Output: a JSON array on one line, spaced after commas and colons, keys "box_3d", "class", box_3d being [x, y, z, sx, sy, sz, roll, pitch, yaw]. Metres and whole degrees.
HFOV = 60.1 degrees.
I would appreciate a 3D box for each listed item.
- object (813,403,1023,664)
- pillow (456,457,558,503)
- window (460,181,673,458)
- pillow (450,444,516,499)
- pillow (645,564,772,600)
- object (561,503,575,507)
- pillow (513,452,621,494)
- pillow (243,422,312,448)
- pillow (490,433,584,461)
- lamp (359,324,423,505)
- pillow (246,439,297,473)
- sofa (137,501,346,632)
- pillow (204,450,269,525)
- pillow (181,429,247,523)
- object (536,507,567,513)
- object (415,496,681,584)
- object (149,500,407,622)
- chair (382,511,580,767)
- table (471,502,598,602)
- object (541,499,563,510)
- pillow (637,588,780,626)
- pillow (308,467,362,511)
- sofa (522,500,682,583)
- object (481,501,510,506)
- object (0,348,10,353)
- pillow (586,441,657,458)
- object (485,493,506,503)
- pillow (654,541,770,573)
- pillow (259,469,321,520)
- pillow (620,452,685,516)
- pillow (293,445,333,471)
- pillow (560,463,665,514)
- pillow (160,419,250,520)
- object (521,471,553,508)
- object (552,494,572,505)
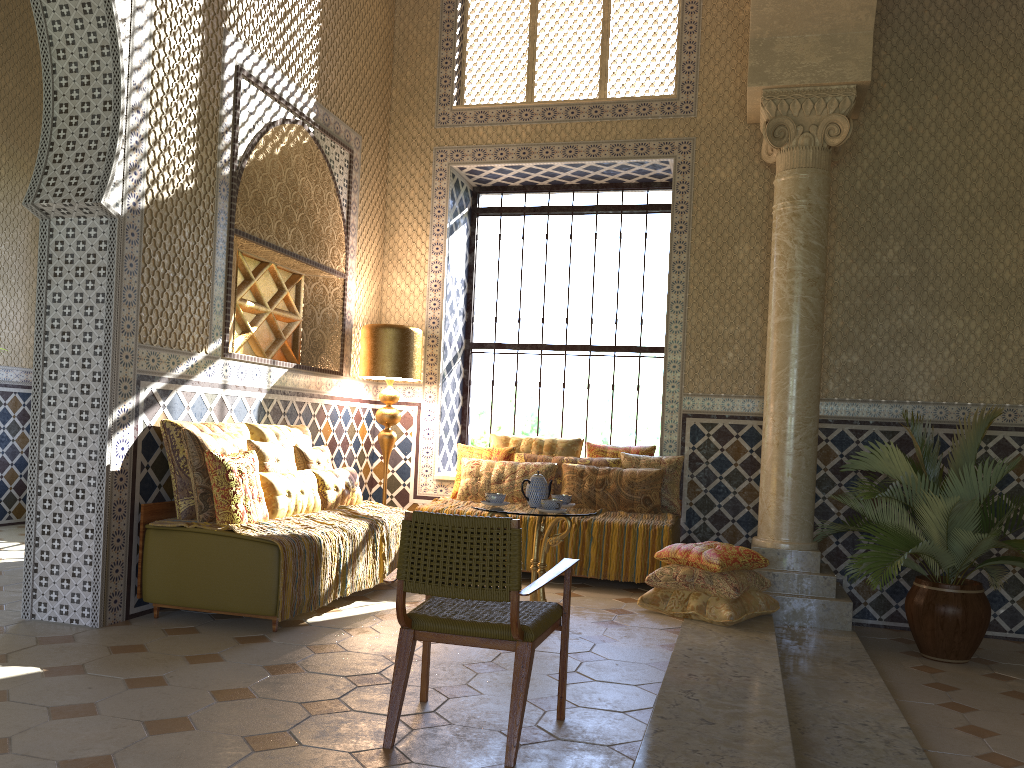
[{"box_3d": [4.362, 1.427, 8.561, 2.641, 2.502, 2.166, 3, -1, 2], "class": "object"}, {"box_3d": [-0.069, 1.164, 10.366, 1.191, 0.546, 0.329, 2, -1, 15], "class": "pillow"}, {"box_3d": [-2.079, -0.790, 12.283, 8.479, 3.991, 0.574, 2, 0, 11], "class": "window"}, {"box_3d": [-0.354, 1.082, 10.689, 0.740, 0.693, 0.341, 2, -1, 15], "class": "pillow"}, {"box_3d": [1.876, 1.869, 8.442, 0.931, 0.347, 0.882, 1, -3, 35], "class": "pillow"}, {"box_3d": [0.443, 1.088, 7.963, 0.256, 0.032, 0.256, 3, -3, -6], "class": "object"}, {"box_3d": [0.614, 1.144, 10.412, 1.340, 0.615, 0.371, 2, -1, 15], "class": "pillow"}, {"box_3d": [-2.281, 0.818, 8.896, 0.422, 0.832, 1.194, 3, -2, 15], "class": "pillow"}, {"box_3d": [0.248, 1.038, 10.757, 1.191, 0.832, 0.423, 2, -1, 15], "class": "pillow"}, {"box_3d": [-1.499, 0.722, 10.617, 0.737, 2.814, 0.736, 3, 0, -16], "class": "lamp"}, {"box_3d": [-2.188, 0.861, 8.172, 0.340, 0.693, 0.742, 3, -1, 15], "class": "pillow"}, {"box_3d": [-1.989, 1.529, 8.214, 1.272, 0.937, 2.855, 2, -3, 15], "class": "sofa"}, {"box_3d": [-2.239, 0.870, 7.267, 0.344, 0.651, 0.686, 3, -1, 14], "class": "pillow"}, {"box_3d": [-2.451, 0.776, 7.472, 0.383, 0.780, 0.835, 3, -1, 15], "class": "pillow"}, {"box_3d": [0.327, 1.049, 7.337, 0.255, 0.032, 0.256, 2, -3, 11], "class": "object"}, {"box_3d": [0.408, 1.738, 10.142, 2.884, 0.718, 1.316, 2, -2, 15], "class": "object"}, {"box_3d": [-1.932, 1.522, 8.187, 1.313, 0.717, 2.891, 2, -3, 15], "class": "object"}, {"box_3d": [-0.193, 1.283, 4.844, 0.950, 1.209, 0.908, 2, -1, 15], "class": "chair"}, {"box_3d": [0.172, 1.564, 7.664, 1.099, 0.980, 1.102, 1, -2, 44], "class": "table"}, {"box_3d": [0.330, 1.011, 7.336, 0.183, 0.100, 0.184, 2, -2, 11], "class": "object"}, {"box_3d": [1.887, 2.072, 8.446, 0.990, 0.368, 1.045, 1, -3, 40], "class": "pillow"}, {"box_3d": [-1.779, 1.078, 8.941, 0.271, 0.450, 0.984, 3, -2, 15], "class": "pillow"}, {"box_3d": [0.462, 1.752, 10.192, 2.847, 0.937, 1.275, 2, -2, 15], "class": "sofa"}, {"box_3d": [-0.147, 1.048, 7.755, 0.256, 0.032, 0.256, 3, -3, -6], "class": "object"}, {"box_3d": [-6.676, 0.030, 9.115, 2.255, 3.552, 2.757, 3, -1, 18], "class": "object"}, {"box_3d": [1.262, 1.105, 10.548, 0.855, 0.800, 0.394, 2, -1, 15], "class": "pillow"}, {"box_3d": [-0.145, 1.010, 7.754, 0.183, 0.100, 0.183, 3, -2, -4], "class": "object"}, {"box_3d": [1.899, 1.661, 8.429, 0.749, 0.310, 0.803, 5, -3, -41], "class": "pillow"}, {"box_3d": [-2.018, 1.018, 8.035, 0.271, 0.450, 0.984, 3, -2, 15], "class": "pillow"}, {"box_3d": [1.585, 1.148, 10.176, 0.740, 0.693, 0.341, 2, -1, 15], "class": "pillow"}, {"box_3d": [-1.985, 0.941, 8.948, 0.313, 0.637, 0.682, 3, -1, 15], "class": "pillow"}, {"box_3d": [1.114, 1.205, 10.053, 1.191, 0.546, 0.329, 2, -1, 15], "class": "pillow"}, {"box_3d": [-2.586, 0.742, 7.740, 0.422, 0.832, 1.194, 3, -2, 15], "class": "pillow"}, {"box_3d": [0.217, 0.917, 7.700, 0.273, 0.323, 0.199, 3, -1, 4], "class": "object"}, {"box_3d": [0.444, 1.050, 7.962, 0.183, 0.100, 0.183, 3, -2, 4], "class": "object"}]
